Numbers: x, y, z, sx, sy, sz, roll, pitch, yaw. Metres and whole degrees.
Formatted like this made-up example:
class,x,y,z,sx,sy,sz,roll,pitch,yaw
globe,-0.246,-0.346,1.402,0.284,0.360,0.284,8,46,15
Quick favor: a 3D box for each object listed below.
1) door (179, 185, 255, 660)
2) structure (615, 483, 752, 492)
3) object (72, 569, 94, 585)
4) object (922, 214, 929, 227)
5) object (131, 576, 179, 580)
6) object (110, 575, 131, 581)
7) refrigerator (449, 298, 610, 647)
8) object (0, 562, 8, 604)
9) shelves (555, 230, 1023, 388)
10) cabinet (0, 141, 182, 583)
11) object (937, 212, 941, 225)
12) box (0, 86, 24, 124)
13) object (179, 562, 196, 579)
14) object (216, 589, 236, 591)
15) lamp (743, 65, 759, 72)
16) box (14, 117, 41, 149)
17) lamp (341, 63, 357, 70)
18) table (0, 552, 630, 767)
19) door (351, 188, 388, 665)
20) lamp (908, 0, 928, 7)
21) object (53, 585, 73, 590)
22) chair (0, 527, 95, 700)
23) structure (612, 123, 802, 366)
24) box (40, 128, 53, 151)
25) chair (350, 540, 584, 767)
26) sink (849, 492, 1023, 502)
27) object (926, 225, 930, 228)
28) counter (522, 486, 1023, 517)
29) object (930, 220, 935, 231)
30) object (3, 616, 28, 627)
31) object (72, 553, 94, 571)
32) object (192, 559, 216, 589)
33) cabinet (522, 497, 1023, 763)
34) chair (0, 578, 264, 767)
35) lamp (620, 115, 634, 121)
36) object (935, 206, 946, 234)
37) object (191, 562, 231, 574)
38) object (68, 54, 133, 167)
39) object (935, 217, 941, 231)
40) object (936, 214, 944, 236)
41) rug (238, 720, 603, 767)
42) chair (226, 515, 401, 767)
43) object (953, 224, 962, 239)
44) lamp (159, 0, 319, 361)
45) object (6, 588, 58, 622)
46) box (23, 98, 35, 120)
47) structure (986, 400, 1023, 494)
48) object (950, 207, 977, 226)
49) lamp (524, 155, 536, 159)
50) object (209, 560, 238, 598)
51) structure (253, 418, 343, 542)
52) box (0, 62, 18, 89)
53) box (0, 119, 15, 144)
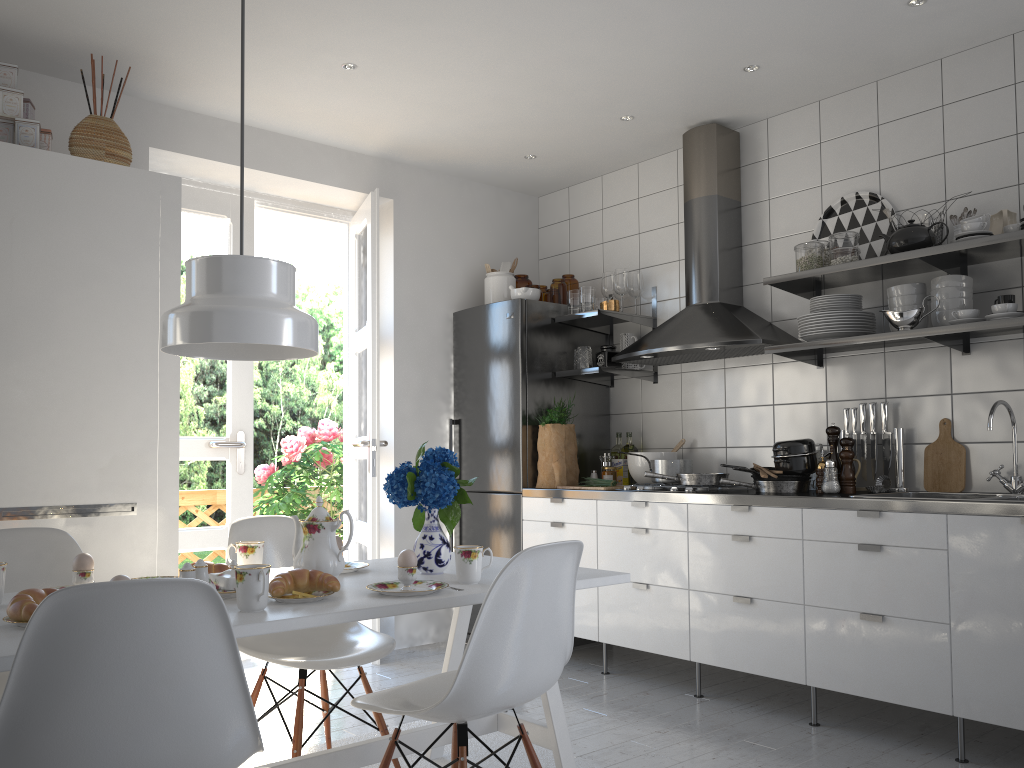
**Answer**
class,x,y,z,sx,sy,sz,roll,pitch,yaw
door,-1.550,0.198,4.306,0.602,2.322,0.157,2,-4,-40
structure,0.797,0.470,4.060,0.490,0.029,0.468,4,-6,-40
object,-1.034,0.476,2.137,0.048,0.057,0.048,-1,-4,0
object,1.647,-0.573,3.522,0.025,0.227,0.086,-1,-3,19
object,-0.822,0.471,2.028,0.158,0.058,0.158,-4,-6,39
object,-0.757,0.400,1.714,0.048,0.063,0.048,2,-4,-36
refrigerator,0.092,0.496,4.866,0.694,1.797,0.577,2,-4,-40
object,-1.181,0.452,1.991,0.091,0.095,0.078,-3,-4,36
shelves,1.200,-0.334,3.804,0.427,0.511,2.544,3,-6,-40
cabinet,-1.973,0.221,3.167,1.378,2.092,0.513,2,-4,-40
object,1.665,-0.571,3.482,0.068,0.217,0.020,0,-3,-15
box,-1.798,-0.994,3.173,0.081,0.110,0.081,2,-4,-35
object,-0.706,0.439,1.927,0.065,0.102,0.069,2,-4,-40
object,-0.676,0.481,2.068,0.180,0.001,0.022,-3,-5,24
lamp,0.980,-1.302,3.627,0.064,0.030,0.064,-5,-6,42
box,-1.735,-0.884,3.176,0.081,0.110,0.081,1,-4,-25
lamp,-0.658,-1.292,3.579,0.064,0.030,0.064,-5,-6,42
table,-0.626,0.840,2.171,1.827,0.659,0.815,3,-6,-40
door,-0.768,0.216,4.598,0.156,2.322,0.603,0,-3,-20
lamp,1.422,-1.350,3.107,0.064,0.030,0.064,-5,-6,42
object,-1.034,0.503,2.136,0.201,0.016,0.201,-1,-5,5
chair,-1.204,0.784,2.264,0.465,0.799,0.543,2,-4,-41
structure,0.863,-0.676,4.177,0.472,1.090,0.870,2,-4,-40
box,-1.739,-0.876,3.265,0.081,0.110,0.081,1,-4,-25
chair,-0.096,0.758,2.083,0.543,0.799,0.465,-3,-4,39
sink,1.630,0.442,3.051,0.488,0.111,0.766,4,-6,-40
object,1.616,-0.547,3.511,0.097,0.174,0.024,1,-3,-29
counter,1.347,0.447,3.424,0.651,0.045,3.244,4,-6,-40
object,1.632,-0.555,3.468,0.081,0.186,0.023,1,-3,-31
object,-0.932,0.472,1.778,0.158,0.016,0.158,-2,-5,20
object,-1.034,0.439,2.138,0.048,0.063,0.048,2,-4,-36
object,-0.702,0.445,1.994,0.065,0.102,0.069,2,-4,-40
cabinet,1.346,0.864,3.401,0.663,0.793,3.243,3,-6,-40
chair,-0.694,0.721,1.585,0.465,0.799,0.543,1,-4,-26
lamp,0.538,-1.254,4.147,0.064,0.030,0.064,-5,-6,42
object,1.653,-0.577,3.464,0.086,0.226,0.027,-2,-3,33
object,-0.776,0.485,2.295,0.161,0.057,0.124,-2,-5,14
object,-1.553,-1.011,3.352,0.229,0.451,0.091,2,-4,-40
object,1.619,-0.556,3.436,0.090,0.180,0.023,-2,-3,23
object,1.644,-0.560,3.442,0.062,0.189,0.023,-2,-3,31
rug,-0.657,1.169,2.128,2.311,0.004,1.428,4,-6,-40
chair,-0.640,0.819,2.744,0.543,0.799,0.465,-4,-5,44
object,1.713,-0.536,3.351,0.084,0.130,0.084,-2,-4,28
lamp,-0.673,-0.737,2.214,0.373,1.320,0.374,0,-3,-9
object,-0.945,0.444,1.791,0.124,0.057,0.161,-2,-5,14
box,-1.807,-0.986,3.261,0.081,0.110,0.081,0,-4,-15
structure,1.808,0.234,3.177,0.189,0.352,0.274,-2,-4,26
object,1.716,-0.577,3.365,0.077,0.203,0.105,2,-4,-42
lamp,0.096,-1.206,4.667,0.064,0.030,0.064,-5,-6,42
object,-0.672,0.466,2.141,0.140,0.083,0.187,3,-6,-40
structure,-1.339,0.885,6.240,1.176,1.277,1.264,2,-5,-39
box,-1.840,-1.099,3.218,0.081,0.110,0.081,1,-4,-30
box,-1.827,-0.883,3.176,0.081,0.110,0.081,1,-4,-25
